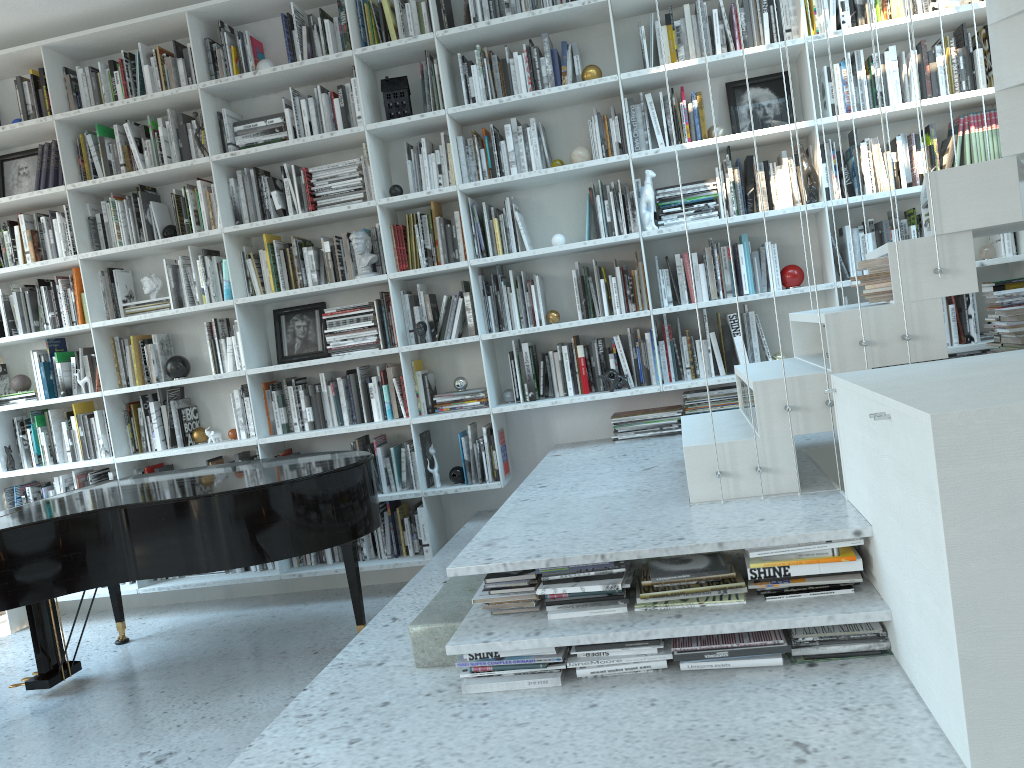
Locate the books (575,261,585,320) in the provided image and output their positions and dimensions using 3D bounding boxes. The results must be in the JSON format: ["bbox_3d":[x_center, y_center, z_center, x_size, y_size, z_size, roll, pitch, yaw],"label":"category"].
[{"bbox_3d":[0.351,-0.470,4.476,0.016,0.290,0.131,-8,4,11],"label":"books"}]

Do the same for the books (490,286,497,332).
[{"bbox_3d":[-0.078,-0.384,4.557,0.011,0.239,0.136,-8,4,11],"label":"books"}]

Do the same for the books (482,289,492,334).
[{"bbox_3d":[-0.114,-0.372,4.552,0.012,0.226,0.147,-8,4,11],"label":"books"}]

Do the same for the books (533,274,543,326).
[{"bbox_3d":[0.142,-0.425,4.502,0.014,0.261,0.141,-8,4,11],"label":"books"}]

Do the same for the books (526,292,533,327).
[{"bbox_3d":[0.100,-0.378,4.521,0.013,0.179,0.140,-8,4,11],"label":"books"}]

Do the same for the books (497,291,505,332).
[{"bbox_3d":[-0.042,-0.371,4.544,0.013,0.204,0.153,-8,4,11],"label":"books"}]

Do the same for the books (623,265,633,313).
[{"bbox_3d":[0.582,-0.471,4.420,0.021,0.232,0.155,-8,4,11],"label":"books"}]

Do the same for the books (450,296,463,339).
[{"bbox_3d":[-0.276,-0.343,4.596,0.090,0.215,0.139,-8,4,11],"label":"books"}]

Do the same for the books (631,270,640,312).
[{"bbox_3d":[0.618,-0.463,4.416,0.016,0.205,0.141,-8,4,11],"label":"books"}]

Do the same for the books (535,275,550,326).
[{"bbox_3d":[0.156,-0.422,4.500,0.013,0.251,0.172,-8,4,11],"label":"books"}]

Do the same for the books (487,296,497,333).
[{"bbox_3d":[-0.089,-0.357,4.553,0.015,0.188,0.168,-8,4,11],"label":"books"}]

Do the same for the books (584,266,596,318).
[{"bbox_3d":[0.393,-0.459,4.455,0.008,0.259,0.158,-8,4,11],"label":"books"}]

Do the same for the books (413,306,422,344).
[{"bbox_3d":[-0.461,-0.307,4.606,0.027,0.192,0.182,-8,4,11],"label":"books"}]

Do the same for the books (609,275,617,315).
[{"bbox_3d":[0.509,-0.442,4.425,0.015,0.195,0.175,-8,4,11],"label":"books"}]

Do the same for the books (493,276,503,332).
[{"bbox_3d":[-0.058,-0.408,4.536,0.006,0.281,0.155,-8,4,11],"label":"books"}]

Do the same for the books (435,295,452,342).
[{"bbox_3d":[-0.344,-0.338,4.580,0.095,0.228,0.189,-8,4,11],"label":"books"}]

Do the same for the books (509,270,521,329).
[{"bbox_3d":[0.028,-0.427,4.509,0.014,0.297,0.175,-8,4,11],"label":"books"}]

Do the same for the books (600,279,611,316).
[{"bbox_3d":[0.468,-0.429,4.423,0.018,0.182,0.182,-8,4,11],"label":"books"}]

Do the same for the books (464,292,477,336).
[{"bbox_3d":[-0.199,-0.358,4.553,0.029,0.223,0.170,-8,4,11],"label":"books"}]

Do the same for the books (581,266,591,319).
[{"bbox_3d":[0.381,-0.459,4.458,0.015,0.262,0.149,-8,4,11],"label":"books"}]

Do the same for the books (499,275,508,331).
[{"bbox_3d":[-0.028,-0.412,4.523,0.005,0.284,0.159,-8,4,11],"label":"books"}]

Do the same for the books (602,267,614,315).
[{"bbox_3d":[0.487,-0.465,4.447,0.030,0.244,0.135,-8,4,11],"label":"books"}]

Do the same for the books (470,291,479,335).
[{"bbox_3d":[-0.173,-0.364,4.559,0.021,0.226,0.148,-8,4,11],"label":"books"}]

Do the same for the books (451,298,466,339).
[{"bbox_3d":[-0.265,-0.338,4.584,0.091,0.205,0.169,-8,4,11],"label":"books"}]

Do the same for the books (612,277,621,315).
[{"bbox_3d":[0.525,-0.438,4.418,0.019,0.183,0.190,-8,4,11],"label":"books"}]

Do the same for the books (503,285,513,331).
[{"bbox_3d":[-0.005,-0.386,4.513,0.011,0.226,0.187,-8,4,11],"label":"books"}]

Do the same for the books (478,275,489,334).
[{"bbox_3d":[-0.130,-0.407,4.565,0.014,0.299,0.147,-8,4,11],"label":"books"}]

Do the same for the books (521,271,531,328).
[{"bbox_3d":[0.083,-0.429,4.520,0.006,0.285,0.159,-8,4,11],"label":"books"}]

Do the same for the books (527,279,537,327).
[{"bbox_3d":[0.115,-0.410,4.507,0.015,0.238,0.176,-8,4,11],"label":"books"}]

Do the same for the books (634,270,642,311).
[{"bbox_3d":[0.630,-0.463,4.404,0.013,0.204,0.158,-8,4,11],"label":"books"}]

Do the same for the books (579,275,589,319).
[{"bbox_3d":[0.367,-0.433,4.448,0.016,0.216,0.177,-8,4,11],"label":"books"}]

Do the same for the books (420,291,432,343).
[{"bbox_3d":[-0.430,-0.349,4.622,0.012,0.266,0.157,-8,4,11],"label":"books"}]

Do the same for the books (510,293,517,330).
[{"bbox_3d":[0.023,-0.370,4.517,0.013,0.186,0.183,-8,4,11],"label":"books"}]

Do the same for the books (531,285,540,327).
[{"bbox_3d":[0.131,-0.396,4.502,0.014,0.207,0.180,-8,4,11],"label":"books"}]

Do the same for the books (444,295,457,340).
[{"bbox_3d":[-0.307,-0.343,4.599,0.095,0.226,0.144,-8,4,11],"label":"books"}]

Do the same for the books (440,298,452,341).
[{"bbox_3d":[-0.325,-0.332,4.582,0.089,0.210,0.175,-8,4,11],"label":"books"}]

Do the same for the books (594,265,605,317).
[{"bbox_3d":[0.445,-0.461,4.425,0.018,0.251,0.183,-8,4,11],"label":"books"}]

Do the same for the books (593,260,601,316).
[{"bbox_3d":[0.435,-0.478,4.452,0.007,0.285,0.159,-8,4,11],"label":"books"}]

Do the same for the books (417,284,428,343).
[{"bbox_3d":[-0.447,-0.367,4.614,0.013,0.307,0.141,-8,4,11],"label":"books"}]

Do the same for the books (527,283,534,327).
[{"bbox_3d":[0.107,-0.401,4.519,0.008,0.223,0.133,-8,4,11],"label":"books"}]

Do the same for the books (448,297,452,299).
[{"bbox_3d":[-0.332,-0.338,4.597,0.088,0.220,0.138,-8,4,11],"label":"books"}]

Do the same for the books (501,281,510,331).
[{"bbox_3d":[-0.016,-0.396,4.524,0.013,0.249,0.165,-8,4,11],"label":"books"}]

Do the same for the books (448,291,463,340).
[{"bbox_3d":[-0.284,-0.354,4.587,0.094,0.239,0.149,-8,4,11],"label":"books"}]

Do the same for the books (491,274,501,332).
[{"bbox_3d":[-0.070,-0.413,4.539,0.018,0.295,0.177,-8,4,11],"label":"books"}]

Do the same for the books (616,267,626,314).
[{"bbox_3d":[0.546,-0.464,4.415,0.018,0.229,0.181,-8,4,11],"label":"books"}]

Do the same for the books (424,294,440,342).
[{"bbox_3d":[-0.406,-0.344,4.618,0.035,0.248,0.140,-8,4,11],"label":"books"}]

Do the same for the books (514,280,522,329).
[{"bbox_3d":[0.045,-0.405,4.528,0.007,0.247,0.153,-8,4,11],"label":"books"}]

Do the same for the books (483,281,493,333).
[{"bbox_3d":[-0.108,-0.393,4.543,0.010,0.267,0.157,-8,4,11],"label":"books"}]

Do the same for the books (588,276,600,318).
[{"bbox_3d":[0.419,-0.438,4.472,0.031,0.209,0.122,-8,4,11],"label":"books"}]

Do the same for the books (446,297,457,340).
[{"bbox_3d":[-0.297,-0.337,4.593,0.090,0.212,0.143,-8,4,11],"label":"books"}]

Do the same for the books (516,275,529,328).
[{"bbox_3d":[0.062,-0.417,4.509,0.012,0.267,0.182,-8,4,11],"label":"books"}]

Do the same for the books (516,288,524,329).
[{"bbox_3d":[0.057,-0.384,4.525,0.013,0.203,0.166,-8,4,11],"label":"books"}]

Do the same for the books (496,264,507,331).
[{"bbox_3d":[-0.041,-0.441,4.547,0.007,0.342,0.149,-8,4,11],"label":"books"}]

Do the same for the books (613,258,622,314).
[{"bbox_3d":[0.531,-0.485,4.416,0.006,0.274,0.172,-8,4,11],"label":"books"}]

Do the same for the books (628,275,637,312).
[{"bbox_3d":[0.599,-0.446,4.393,0.016,0.180,0.189,-8,4,11],"label":"books"}]

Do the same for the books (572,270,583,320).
[{"bbox_3d":[0.335,-0.447,4.468,0.019,0.252,0.130,-8,4,11],"label":"books"}]

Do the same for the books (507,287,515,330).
[{"bbox_3d":[0.009,-0.385,4.523,0.013,0.218,0.160,-8,4,11],"label":"books"}]

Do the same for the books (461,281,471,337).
[{"bbox_3d":[-0.221,-0.388,4.575,0.013,0.286,0.138,-8,4,11],"label":"books"}]
